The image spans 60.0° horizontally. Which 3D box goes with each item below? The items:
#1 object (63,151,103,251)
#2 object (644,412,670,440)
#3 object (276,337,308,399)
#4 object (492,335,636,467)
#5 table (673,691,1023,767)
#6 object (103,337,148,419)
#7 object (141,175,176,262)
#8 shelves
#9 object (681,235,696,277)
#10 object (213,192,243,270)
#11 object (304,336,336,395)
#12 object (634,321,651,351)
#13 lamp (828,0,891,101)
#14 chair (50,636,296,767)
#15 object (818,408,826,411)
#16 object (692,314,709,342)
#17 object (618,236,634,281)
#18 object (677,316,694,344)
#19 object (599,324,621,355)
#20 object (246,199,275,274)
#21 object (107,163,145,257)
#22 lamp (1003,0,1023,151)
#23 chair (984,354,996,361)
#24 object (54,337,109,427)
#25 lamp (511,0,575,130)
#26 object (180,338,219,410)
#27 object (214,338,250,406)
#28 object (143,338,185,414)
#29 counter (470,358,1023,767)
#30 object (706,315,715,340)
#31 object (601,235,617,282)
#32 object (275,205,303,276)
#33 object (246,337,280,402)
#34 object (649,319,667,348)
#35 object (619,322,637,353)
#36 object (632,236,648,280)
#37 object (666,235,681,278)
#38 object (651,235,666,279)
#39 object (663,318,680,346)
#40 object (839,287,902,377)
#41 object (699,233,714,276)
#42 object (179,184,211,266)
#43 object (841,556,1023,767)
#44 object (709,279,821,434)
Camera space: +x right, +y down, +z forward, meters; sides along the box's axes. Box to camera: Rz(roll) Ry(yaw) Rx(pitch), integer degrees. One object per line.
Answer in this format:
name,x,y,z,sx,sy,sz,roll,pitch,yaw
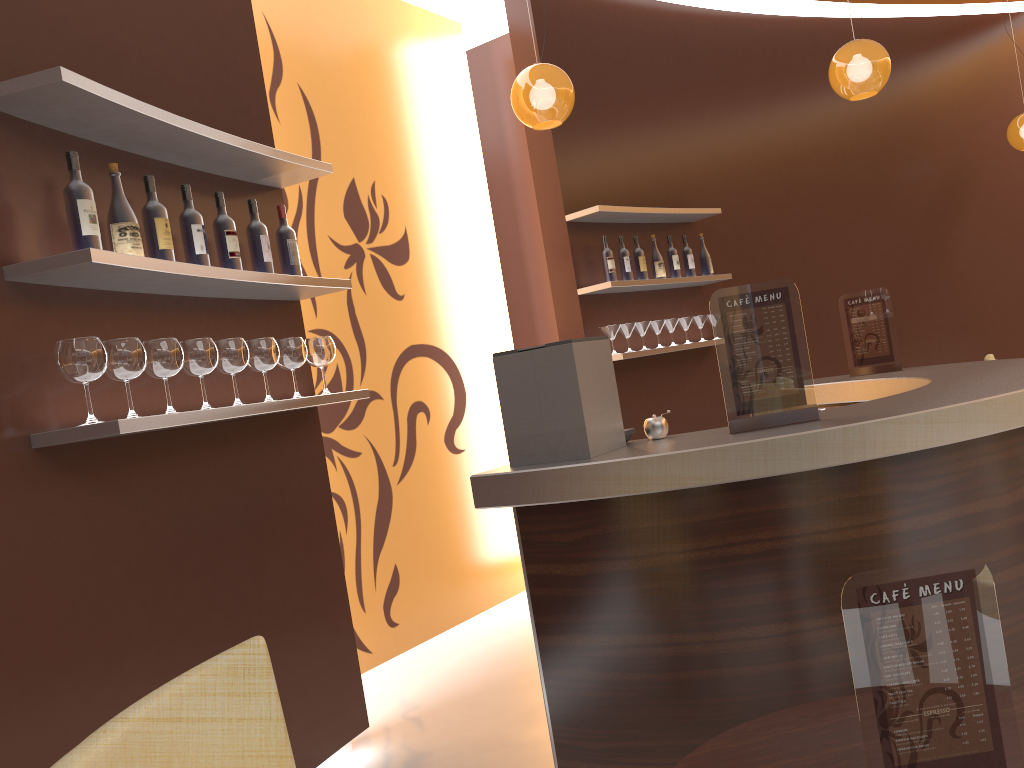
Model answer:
object,-1.130,-0.461,2.323,0.073,0.297,0.073,-9,0,-4
object,0.447,0.133,2.753,0.075,0.077,0.075,-9,0,-45
object,-0.789,-0.052,3.191,0.125,0.221,0.125,-9,0,11
object,0.176,0.043,2.713,0.270,0.340,0.373,-9,0,31
table,0.660,0.910,1.192,0.872,0.679,0.874,-9,0,33
object,-1.045,-0.009,2.405,0.125,0.221,0.125,-9,0,11
object,-1.059,-0.473,2.641,0.073,0.297,0.073,-9,0,-44
shelves,-0.016,-0.491,4.205,0.586,0.902,4.744,-9,0,34
object,1.167,-0.840,5.892,0.073,0.297,0.073,-9,0,24
object,-0.952,-0.491,2.951,0.073,0.297,0.073,-9,0,-4
object,-0.717,-0.064,3.344,0.125,0.221,0.125,-9,0,11
object,0.811,-0.294,5.502,0.137,0.174,0.137,-9,0,-39
lamp,1.675,-2.210,4.527,0.299,1.500,0.299,-9,0,4
chair,-0.144,0.870,1.066,0.685,1.017,0.729,-9,0,-7
object,1.554,0.197,4.430,0.067,0.148,0.067,-9,0,-9
object,1.258,-0.366,5.912,0.137,0.174,0.137,-9,0,11
object,0.691,-0.762,5.442,0.073,0.297,0.073,-9,0,24
object,1.140,-0.347,5.810,0.137,0.174,0.137,-9,0,-39
object,0.598,-0.259,5.279,0.137,0.174,0.137,-9,0,41
object,-0.890,-0.501,3.114,0.073,0.297,0.073,-9,0,-16
object,-1.102,-0.471,2.504,0.086,0.303,0.086,-9,0,-35
lamp,3.941,-2.582,6.936,0.299,1.500,0.299,-9,0,-14
chair,3.536,0.263,5.706,0.685,1.017,0.729,-9,0,-17
object,-1.082,-0.003,2.251,0.125,0.221,0.125,-9,0,11
lamp,0.045,-1.944,4.126,0.299,1.500,0.299,-9,0,4
object,-0.953,-0.025,2.718,0.125,0.221,0.125,-9,0,11
object,-0.904,-0.033,2.874,0.125,0.221,0.125,-9,0,11
object,-1.002,-0.016,2.562,0.125,0.221,0.125,-9,0,11
counter,1.380,0.576,3.388,1.586,1.100,2.917,-9,0,31
object,1.375,-0.385,6.013,0.137,0.174,0.137,-9,0,-39
object,0.575,-0.743,5.317,0.073,0.297,0.073,-9,0,24
object,-0.828,-0.511,3.266,0.073,0.297,0.073,-9,0,-4
object,-0.847,-0.042,3.031,0.125,0.221,0.125,-9,0,11
object,0.922,-0.311,5.606,0.137,0.174,0.137,-9,0,-39
object,0.704,-0.276,5.390,0.137,0.174,0.137,-9,0,41
object,0.797,-0.779,5.554,0.073,0.297,0.073,-9,0,-16
object,1.049,-0.821,5.788,0.073,0.297,0.073,-9,0,24
object,0.926,-0.806,5.687,0.086,0.303,0.086,-9,0,-30
object,1.026,-0.328,5.709,0.137,0.174,0.137,-9,0,-39
object,1.761,-0.255,4.373,0.052,0.414,0.258,-9,0,-45
object,1.301,-0.867,6.004,0.086,0.303,0.086,-9,0,1
object,-1.007,-0.481,2.800,0.073,0.297,0.073,-9,0,-4
object,0.572,0.411,1.206,0.209,0.335,0.042,-9,0,0
object,0.717,-0.082,2.531,0.258,0.414,0.052,-9,0,0
